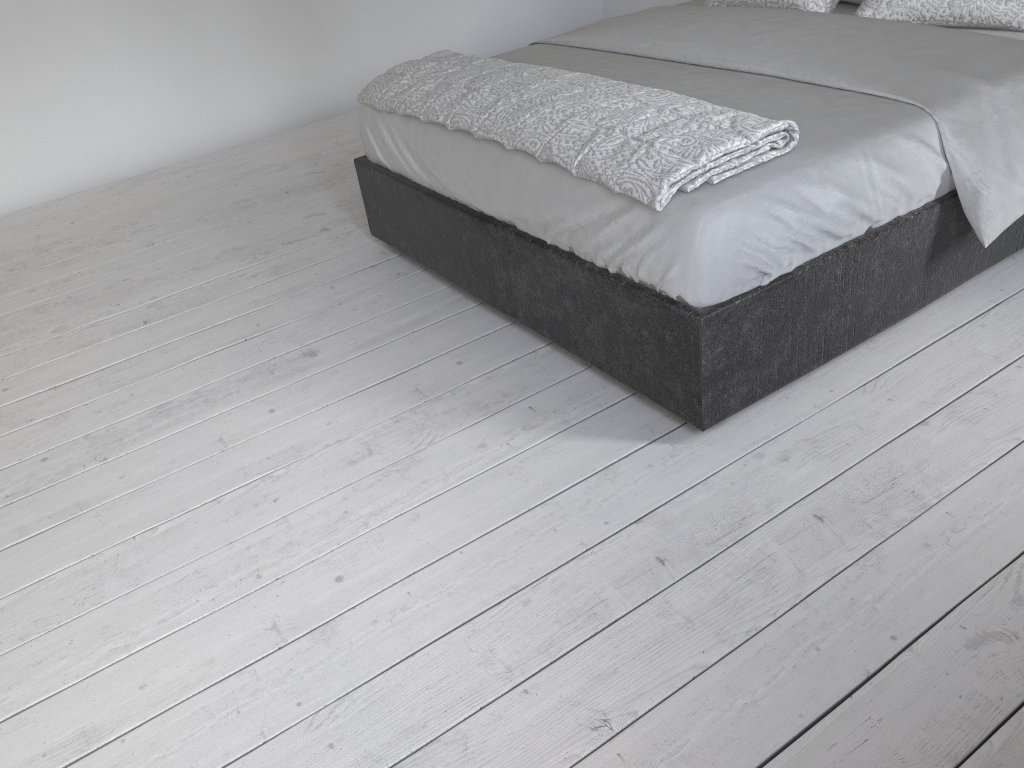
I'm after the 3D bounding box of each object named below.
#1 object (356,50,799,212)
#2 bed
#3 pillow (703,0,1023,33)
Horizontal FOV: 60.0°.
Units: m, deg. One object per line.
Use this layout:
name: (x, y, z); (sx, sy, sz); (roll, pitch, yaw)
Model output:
object: (0.060, -0.731, 2.334); (0.405, 0.104, 1.461); (-26, 36, -24)
bed: (0.755, -1.079, 2.665); (2.177, 1.166, 1.890); (-26, 36, -24)
pillow: (1.119, -1.277, 2.793); (0.416, 0.225, 1.147); (-30, 38, -30)
